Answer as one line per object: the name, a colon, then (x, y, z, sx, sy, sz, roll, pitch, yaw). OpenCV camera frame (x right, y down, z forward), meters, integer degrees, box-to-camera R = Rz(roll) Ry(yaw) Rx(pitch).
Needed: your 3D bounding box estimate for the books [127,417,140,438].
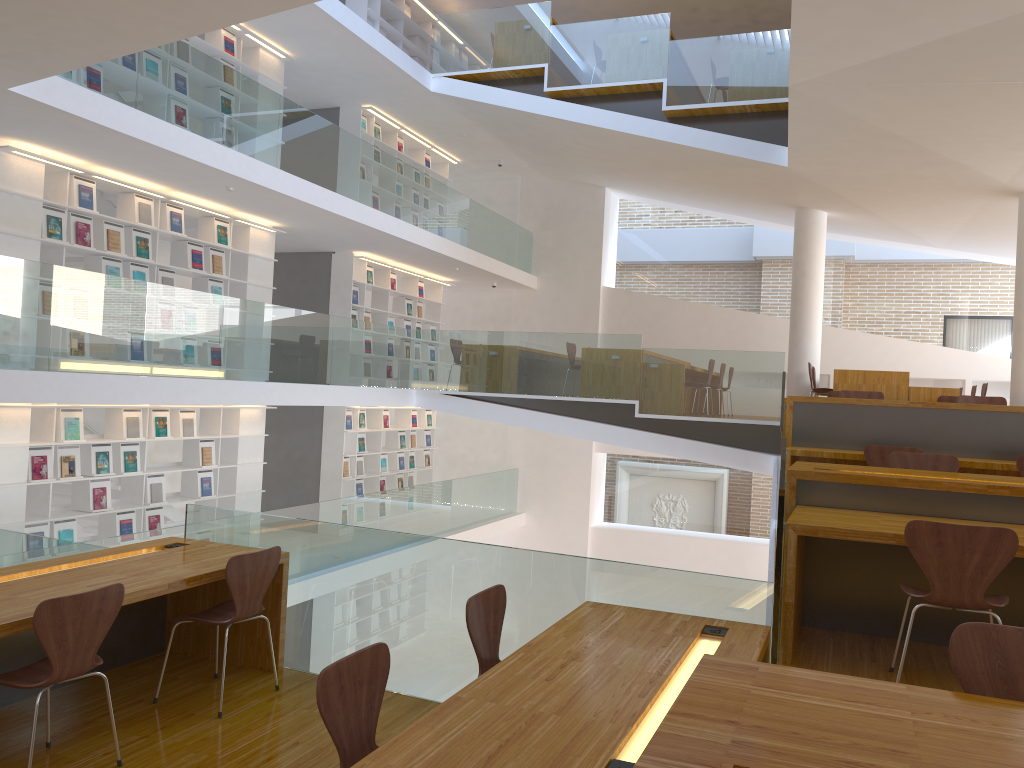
books: (-3.649, 0.424, 8.547, 0.037, 0.210, 0.145, 3, -1, 21)

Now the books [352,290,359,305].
books: (-2.176, -1.193, 12.299, 0.037, 0.210, 0.145, 3, -1, 21)

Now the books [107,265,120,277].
books: (-3.703, -0.988, 8.241, 0.037, 0.210, 0.145, 3, -1, 21)

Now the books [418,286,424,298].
books: (-1.450, -1.451, 14.138, 0.037, 0.210, 0.145, 3, -1, 21)

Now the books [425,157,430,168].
books: (-1.346, -3.497, 14.159, 0.037, 0.210, 0.145, 3, -1, 21)

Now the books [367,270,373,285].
books: (-2.028, -1.511, 12.651, 0.037, 0.210, 0.145, 3, -1, 21)

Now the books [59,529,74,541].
books: (-3.957, 1.400, 7.876, 0.037, 0.210, 0.145, 3, -1, 21)

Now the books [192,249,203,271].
books: (-3.290, -1.292, 9.271, 0.037, 0.210, 0.145, 3, -1, 21)

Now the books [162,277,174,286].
books: (-3.448, -0.964, 8.897, 0.037, 0.210, 0.145, 3, -1, 21)

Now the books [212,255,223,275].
books: (-3.175, -1.280, 9.565, 0.037, 0.210, 0.145, 3, -1, 21)

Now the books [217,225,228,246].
books: (-3.137, -1.608, 9.615, 0.037, 0.210, 0.145, 3, -1, 21)

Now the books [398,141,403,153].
books: (-1.675, -3.523, 13.313, 0.037, 0.210, 0.145, 3, -1, 21)

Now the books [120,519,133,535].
books: (-3.707, 1.410, 8.526, 0.037, 0.210, 0.145, 3, -1, 21)

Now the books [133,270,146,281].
books: (-3.588, -0.982, 8.545, 0.037, 0.210, 0.145, 3, -1, 21)

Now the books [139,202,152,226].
books: (-3.543, -1.640, 8.571, 0.037, 0.210, 0.145, 3, -1, 21)

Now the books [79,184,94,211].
books: (-3.800, -1.662, 7.912, 0.037, 0.210, 0.145, 3, -1, 21)

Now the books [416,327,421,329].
books: (-1.485, -0.800, 14.116, 0.037, 0.210, 0.145, 3, -1, 21)

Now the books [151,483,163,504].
books: (-3.554, 1.100, 8.873, 0.037, 0.210, 0.145, 3, -1, 21)

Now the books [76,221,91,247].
books: (-3.820, -1.332, 7.908, 0.037, 0.210, 0.145, 3, -1, 21)

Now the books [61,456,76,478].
books: (-3.939, 0.744, 7.876, 0.037, 0.210, 0.145, 3, -1, 21)

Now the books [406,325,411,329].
books: (-1.607, -0.810, 13.804, 0.037, 0.210, 0.145, 3, -1, 21)

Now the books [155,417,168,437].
books: (-3.515, 0.434, 8.892, 0.037, 0.210, 0.145, 3, -1, 21)

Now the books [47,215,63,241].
books: (-3.932, -1.336, 7.624, 0.037, 0.210, 0.145, 3, -1, 21)

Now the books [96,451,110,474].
books: (-3.794, 0.733, 8.224, 0.037, 0.210, 0.145, 3, -1, 21)

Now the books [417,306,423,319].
books: (-1.466, -1.136, 14.135, 0.037, 0.210, 0.145, 3, -1, 21)

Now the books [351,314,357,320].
books: (-2.196, -0.856, 12.289, 0.037, 0.210, 0.145, 3, -1, 21)

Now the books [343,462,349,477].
books: (-2.303, 1.181, 12.267, 0.037, 0.210, 0.145, 3, -1, 21)

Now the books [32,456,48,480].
books: (-4.041, 0.720, 7.588, 0.037, 0.210, 0.145, 3, -1, 21)

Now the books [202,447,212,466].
books: (-3.281, 0.784, 9.541, 0.037, 0.210, 0.145, 3, -1, 21)

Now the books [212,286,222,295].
books: (-3.184, -0.948, 9.575, 0.037, 0.210, 0.145, 3, -1, 21)

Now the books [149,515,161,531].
books: (-3.573, 1.421, 8.869, 0.037, 0.210, 0.145, 3, -1, 21)

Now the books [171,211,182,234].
books: (-3.391, -1.630, 8.962, 0.037, 0.210, 0.145, 3, -1, 21)

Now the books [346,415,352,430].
books: (-2.262, 0.540, 12.289, 0.037, 0.210, 0.145, 3, -1, 21)

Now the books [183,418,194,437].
books: (-3.375, 0.466, 9.254, 0.037, 0.210, 0.145, 3, -1, 21)

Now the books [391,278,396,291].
books: (-1.779, -1.476, 13.291, 0.037, 0.210, 0.145, 3, -1, 21)

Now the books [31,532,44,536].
books: (-4.068, 1.378, 7.590, 0.037, 0.210, 0.145, 3, -1, 21)

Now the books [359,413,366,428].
books: (-2.133, 0.517, 12.623, 0.037, 0.210, 0.145, 3, -1, 21)

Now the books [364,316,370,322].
books: (-2.065, -0.855, 12.634, 0.037, 0.210, 0.145, 3, -1, 21)

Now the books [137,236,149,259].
books: (-3.563, -1.311, 8.561, 0.037, 0.210, 0.145, 3, -1, 21)

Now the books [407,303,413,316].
books: (-1.593, -1.146, 13.808, 0.037, 0.210, 0.145, 3, -1, 21)

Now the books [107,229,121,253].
books: (-3.694, -1.321, 8.231, 0.037, 0.210, 0.145, 3, -1, 21)

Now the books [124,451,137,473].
books: (-3.669, 0.753, 8.537, 0.037, 0.210, 0.145, 3, -1, 21)

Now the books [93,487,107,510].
books: (-3.814, 1.065, 8.211, 0.037, 0.210, 0.145, 3, -1, 21)

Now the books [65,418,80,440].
books: (-3.907, 0.404, 7.884, 0.037, 0.210, 0.145, 3, -1, 21)

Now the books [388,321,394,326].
books: (-1.812, -0.832, 13.285, 0.037, 0.210, 0.145, 3, -1, 21)

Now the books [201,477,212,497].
books: (-3.289, 1.112, 9.552, 0.037, 0.210, 0.145, 3, -1, 21)
